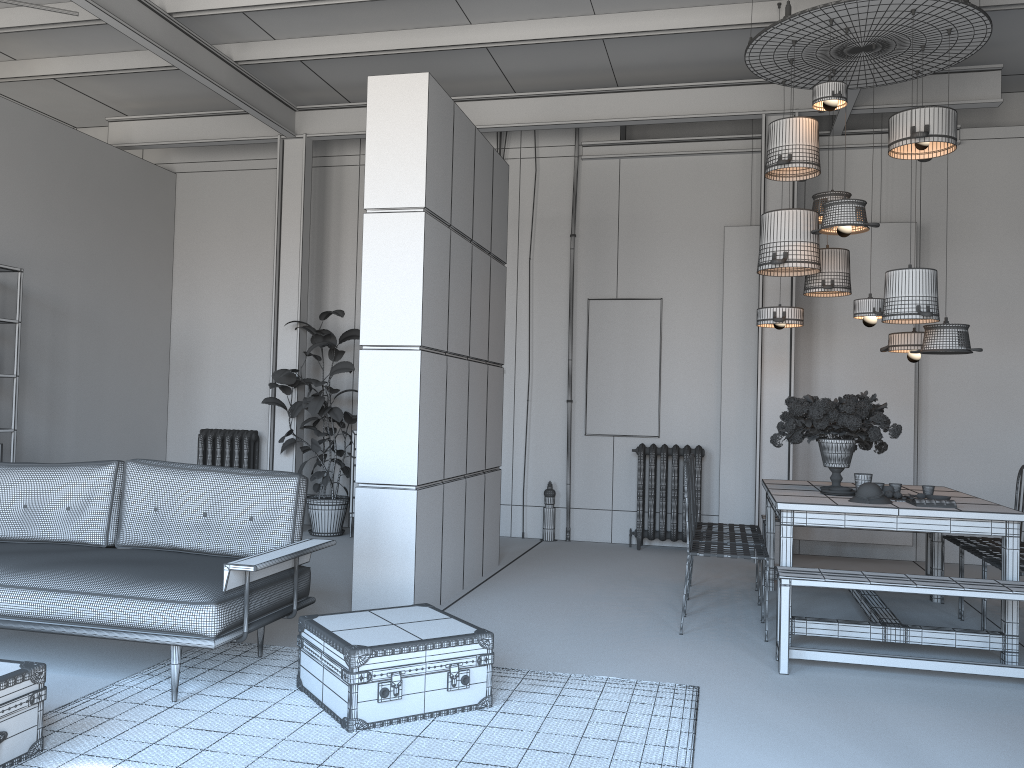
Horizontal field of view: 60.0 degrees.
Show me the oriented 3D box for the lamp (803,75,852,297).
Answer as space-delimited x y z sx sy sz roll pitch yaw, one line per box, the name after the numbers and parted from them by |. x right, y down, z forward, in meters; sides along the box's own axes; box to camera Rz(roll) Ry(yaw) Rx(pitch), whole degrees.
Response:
2.230 -1.403 6.237 0.364 1.553 0.322 2 -2 -31 | lamp

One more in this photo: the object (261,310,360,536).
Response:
-1.847 0.367 8.493 0.868 2.157 1.270 1 -2 14 | object

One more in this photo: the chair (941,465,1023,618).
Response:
3.143 1.012 5.826 0.488 0.975 0.474 1 -2 13 | chair

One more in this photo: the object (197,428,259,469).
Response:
-2.967 0.975 9.261 0.733 1.007 0.328 1 -2 13 | object

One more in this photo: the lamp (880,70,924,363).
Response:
2.774 -1.157 6.096 0.404 2.026 0.323 1 -2 17 | lamp

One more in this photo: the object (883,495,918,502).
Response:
2.242 0.669 5.192 0.213 0.012 0.335 2 -2 -10 | object

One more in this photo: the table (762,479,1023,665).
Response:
2.228 1.091 5.517 1.239 0.819 1.784 1 -2 13 | table

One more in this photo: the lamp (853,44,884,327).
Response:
2.310 -1.277 5.689 0.202 1.831 0.253 3 -2 -38 | lamp

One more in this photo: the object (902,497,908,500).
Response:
2.295 0.656 5.148 0.024 0.015 0.249 0 -2 33 | object

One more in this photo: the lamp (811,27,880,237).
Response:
2.063 -1.553 5.476 0.359 1.306 0.301 1 -2 6 | lamp

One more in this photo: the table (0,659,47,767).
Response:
-2.027 1.142 2.915 0.706 0.330 0.667 1 -2 13 | table

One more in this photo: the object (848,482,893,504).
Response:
1.998 0.654 4.956 0.236 0.211 0.260 0 -2 31 | object

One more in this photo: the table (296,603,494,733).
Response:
-0.498 1.207 3.857 0.706 0.330 0.667 2 -2 -32 | table

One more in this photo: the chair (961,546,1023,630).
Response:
3.026 0.995 5.330 0.488 0.975 0.474 1 -2 13 | chair

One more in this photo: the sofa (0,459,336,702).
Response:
-2.105 0.850 4.279 2.347 0.948 0.952 1 -2 13 | sofa

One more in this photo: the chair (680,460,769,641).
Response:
1.257 0.948 5.238 0.488 0.975 0.474 1 -2 13 | chair

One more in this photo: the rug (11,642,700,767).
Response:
-0.586 1.346 3.440 2.524 0.007 1.961 1 -2 13 | rug

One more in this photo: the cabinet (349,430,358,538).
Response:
-1.077 0.968 8.656 0.796 1.026 0.668 1 -2 13 | cabinet

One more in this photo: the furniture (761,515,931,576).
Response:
2.536 1.276 6.701 1.260 0.478 0.300 1 -2 13 | furniture

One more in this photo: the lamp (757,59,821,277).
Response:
1.875 -1.473 5.972 0.470 1.447 0.415 2 -2 -16 | lamp

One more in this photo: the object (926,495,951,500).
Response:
2.466 0.664 5.130 0.133 0.029 0.133 2 -2 -29 | object

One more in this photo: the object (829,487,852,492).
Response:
1.998 0.650 5.398 0.135 0.029 0.135 1 -2 6 | object

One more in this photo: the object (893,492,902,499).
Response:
2.214 0.639 5.094 0.044 0.043 0.043 2 -2 -15 | object

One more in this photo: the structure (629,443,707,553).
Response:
1.460 1.057 8.207 0.733 1.007 0.328 1 -2 13 | structure

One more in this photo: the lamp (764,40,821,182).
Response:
1.802 -1.771 5.675 0.392 0.870 0.346 2 -2 -16 | lamp

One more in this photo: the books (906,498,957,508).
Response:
2.295 0.646 4.860 0.202 0.041 0.249 1 -2 12 | books

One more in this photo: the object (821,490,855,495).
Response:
1.983 0.660 5.376 0.211 0.024 0.211 0 -2 32 | object

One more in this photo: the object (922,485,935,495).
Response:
2.491 0.647 5.307 0.071 0.076 0.071 2 -2 -29 | object

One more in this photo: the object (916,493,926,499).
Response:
2.404 0.663 5.272 0.054 0.037 0.121 2 -2 -8 | object

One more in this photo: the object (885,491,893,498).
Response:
2.184 0.639 5.133 0.051 0.045 0.045 2 -2 -9 | object

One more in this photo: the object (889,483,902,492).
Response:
2.266 0.627 5.242 0.071 0.076 0.071 0 -2 38 | object

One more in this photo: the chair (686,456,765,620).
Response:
1.375 0.965 5.734 0.488 0.975 0.474 1 -2 13 | chair

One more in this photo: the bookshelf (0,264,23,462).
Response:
-4.153 0.218 6.792 0.455 2.276 0.455 1 -2 13 | bookshelf

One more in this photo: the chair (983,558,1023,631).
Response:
2.911 0.979 4.848 0.488 0.975 0.474 1 -2 13 | chair

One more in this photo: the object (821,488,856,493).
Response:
1.983 0.655 5.377 0.211 0.024 0.211 3 -2 -34 | object

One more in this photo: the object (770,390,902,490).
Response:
2.088 0.358 5.786 0.782 0.654 0.697 1 -2 16 | object

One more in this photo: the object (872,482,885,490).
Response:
2.172 0.625 5.262 0.071 0.076 0.071 1 -2 11 | object

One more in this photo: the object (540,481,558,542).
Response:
0.373 1.263 8.603 0.206 0.647 0.173 3 -2 -41 | object

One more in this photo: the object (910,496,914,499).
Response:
2.312 0.654 5.129 0.024 0.017 0.249 1 -2 23 | object

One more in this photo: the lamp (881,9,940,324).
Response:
2.340 -1.284 5.184 0.312 1.845 0.352 0 -2 39 | lamp

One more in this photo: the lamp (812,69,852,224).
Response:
2.213 -1.636 6.131 0.301 1.094 0.359 0 -2 31 | lamp

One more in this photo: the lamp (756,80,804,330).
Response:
1.932 -1.285 6.347 0.323 1.798 0.404 2 -2 -18 | lamp

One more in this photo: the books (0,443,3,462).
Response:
-3.974 0.617 6.701 0.033 0.326 0.303 1 -2 13 | books

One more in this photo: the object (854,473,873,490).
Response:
2.048 0.597 5.173 0.102 0.146 0.102 2 -2 -22 | object

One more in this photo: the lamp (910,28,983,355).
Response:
2.667 -1.189 5.433 0.359 2.004 0.301 1 -2 11 | lamp

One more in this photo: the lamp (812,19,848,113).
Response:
1.928 -1.930 5.370 0.202 0.564 0.253 3 -2 -38 | lamp

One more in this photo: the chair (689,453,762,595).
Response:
1.489 0.981 6.216 0.488 0.975 0.474 1 -2 13 | chair

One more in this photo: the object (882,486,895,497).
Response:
2.206 0.630 5.197 0.065 0.064 0.065 2 -2 -2 | object

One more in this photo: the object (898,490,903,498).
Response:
2.241 0.637 5.141 0.044 0.050 0.043 0 -2 31 | object

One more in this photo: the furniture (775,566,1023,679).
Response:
1.946 1.195 4.334 1.260 0.478 0.300 1 -2 13 | furniture

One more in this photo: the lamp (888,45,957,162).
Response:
2.638 -1.836 5.697 0.403 0.687 0.505 2 -2 -8 | lamp

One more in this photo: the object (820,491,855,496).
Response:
1.988 0.666 5.368 0.236 0.015 0.236 2 -2 -14 | object

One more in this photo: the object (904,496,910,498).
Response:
2.283 0.653 5.143 0.021 0.019 0.174 1 -2 11 | object

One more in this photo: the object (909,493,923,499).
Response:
2.335 0.650 5.125 0.021 0.026 0.173 2 -2 -2 | object
